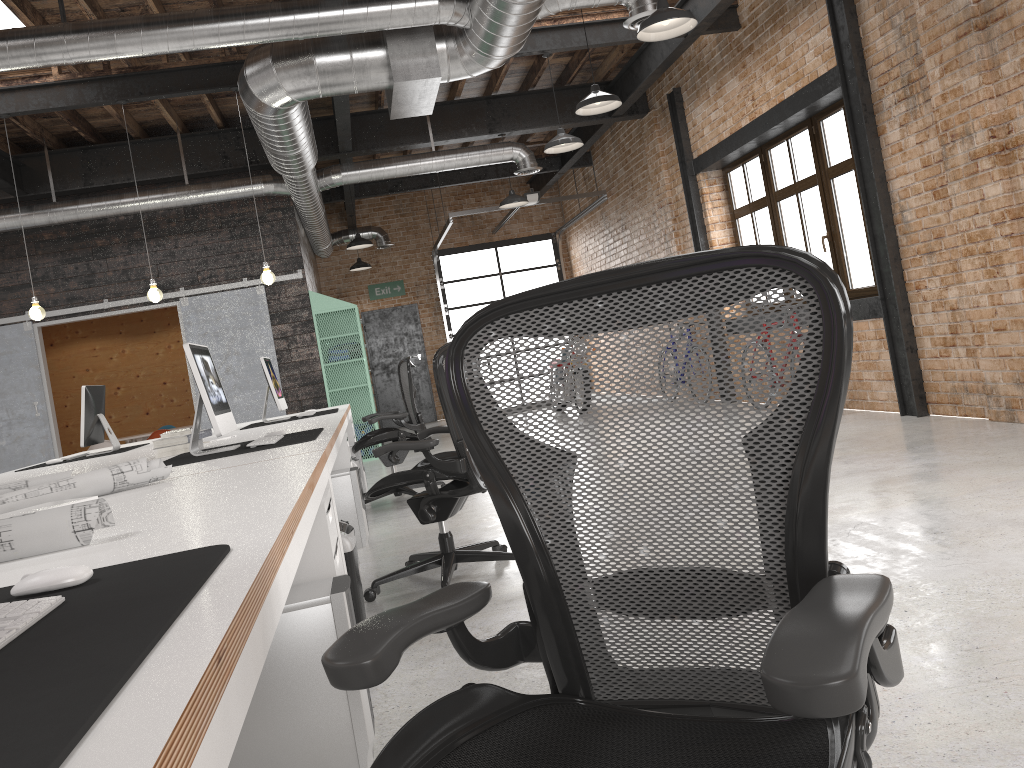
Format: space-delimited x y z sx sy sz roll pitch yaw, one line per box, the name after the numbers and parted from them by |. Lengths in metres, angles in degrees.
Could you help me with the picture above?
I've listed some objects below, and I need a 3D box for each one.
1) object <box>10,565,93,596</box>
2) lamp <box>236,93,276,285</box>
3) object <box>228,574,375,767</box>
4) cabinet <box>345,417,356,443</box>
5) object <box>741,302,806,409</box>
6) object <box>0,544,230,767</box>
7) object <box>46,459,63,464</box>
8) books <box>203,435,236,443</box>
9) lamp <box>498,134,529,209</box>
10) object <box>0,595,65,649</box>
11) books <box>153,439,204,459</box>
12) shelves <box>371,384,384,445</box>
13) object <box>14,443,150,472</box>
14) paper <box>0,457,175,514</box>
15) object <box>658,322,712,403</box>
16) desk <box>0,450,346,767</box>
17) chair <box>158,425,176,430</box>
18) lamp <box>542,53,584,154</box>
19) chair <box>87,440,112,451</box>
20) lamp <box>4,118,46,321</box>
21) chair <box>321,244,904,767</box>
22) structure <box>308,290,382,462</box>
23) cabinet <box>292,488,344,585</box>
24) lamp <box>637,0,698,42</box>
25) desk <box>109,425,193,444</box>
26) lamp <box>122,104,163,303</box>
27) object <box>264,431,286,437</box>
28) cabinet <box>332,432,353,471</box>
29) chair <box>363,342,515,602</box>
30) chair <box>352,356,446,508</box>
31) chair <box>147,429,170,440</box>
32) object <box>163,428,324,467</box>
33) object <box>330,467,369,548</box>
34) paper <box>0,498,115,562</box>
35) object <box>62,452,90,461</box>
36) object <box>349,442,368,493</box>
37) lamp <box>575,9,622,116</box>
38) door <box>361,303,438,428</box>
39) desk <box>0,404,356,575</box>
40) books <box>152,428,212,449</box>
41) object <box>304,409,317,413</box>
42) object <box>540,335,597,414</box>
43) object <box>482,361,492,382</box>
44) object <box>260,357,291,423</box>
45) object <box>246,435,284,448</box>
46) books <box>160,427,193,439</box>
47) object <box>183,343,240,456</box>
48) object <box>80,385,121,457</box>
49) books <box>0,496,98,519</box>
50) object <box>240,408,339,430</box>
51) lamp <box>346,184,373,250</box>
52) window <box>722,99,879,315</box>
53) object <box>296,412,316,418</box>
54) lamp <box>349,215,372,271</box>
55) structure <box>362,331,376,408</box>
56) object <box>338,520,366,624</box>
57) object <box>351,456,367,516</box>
-0.638 0.270 1.227 0.106 0.028 0.059 -10 2 -11 | object
-2.199 -1.665 7.504 0.124 1.679 0.123 -10 -1 -12 | lamp
-0.662 0.806 2.345 0.542 0.455 0.220 -10 0 -10 | object
-1.579 0.662 7.749 0.460 0.648 0.387 -10 0 -9 | cabinet
2.453 -0.260 8.139 0.402 1.040 1.734 -10 1 -15 | object
-0.698 0.312 0.903 0.688 0.008 0.847 -10 2 -9 | object
-3.059 0.516 5.920 0.106 0.028 0.059 -10 2 -8 | object
-1.803 0.335 5.267 0.242 0.019 0.206 -9 2 28 | books
-0.049 -2.562 10.609 0.363 0.857 0.360 -10 0 -32 | lamp
-0.590 0.280 0.903 0.119 0.017 0.438 -10 2 -9 | object
-1.694 0.328 4.511 0.201 0.050 0.271 -10 2 -12 | books
-2.145 0.474 12.450 0.568 0.856 0.984 -10 1 -9 | shelves
-2.995 0.512 6.242 0.688 0.008 0.847 -10 2 -10 | object
-1.780 0.391 2.884 1.070 0.105 0.980 -8 3 45 | paper
2.030 -0.283 10.686 0.402 1.040 1.734 -10 1 -15 | object
-1.276 0.830 0.307 2.315 0.770 5.105 -10 2 -9 | desk
-5.121 1.011 13.144 0.619 0.778 0.579 -10 0 -15 | chair
0.391 -2.539 7.961 0.361 0.857 0.362 -10 0 8 | lamp
-5.038 1.073 11.152 0.619 0.778 0.579 -10 0 -15 | chair
-3.987 -1.340 7.194 0.124 1.679 0.123 -10 -1 -12 | lamp
0.154 0.392 1.020 0.769 1.086 0.794 -10 0 14 | chair
-2.028 -0.119 10.965 0.557 2.101 1.116 -10 0 -9 | structure
-0.743 0.707 2.717 0.460 0.648 0.387 -10 0 -9 | cabinet
0.843 -2.514 5.245 0.361 0.857 0.362 -10 0 13 | lamp
-4.552 0.970 12.216 2.002 0.732 0.997 -10 1 -9 | desk
-3.093 -1.503 7.349 0.124 1.679 0.123 -10 -1 -12 | lamp
-1.145 0.243 4.278 0.106 0.028 0.059 -10 2 -11 | object
-1.228 0.681 5.638 0.460 0.648 0.387 -10 0 -9 | cabinet
-0.365 0.368 4.051 0.792 1.086 0.770 -10 0 -1 | chair
-0.938 0.365 6.774 0.795 1.086 0.767 -10 0 -31 | chair
-4.352 0.948 11.271 0.619 0.778 0.579 -10 0 -15 | chair
-1.208 0.285 3.971 0.688 0.008 0.847 -10 2 -9 | object
-1.156 0.780 5.312 0.542 0.455 0.220 -10 0 -10 | object
-1.312 0.358 1.555 1.136 0.082 0.082 -11 1 -15 | paper
-3.105 0.518 6.245 0.119 0.017 0.438 -10 2 -9 | object
-1.507 0.761 7.423 0.542 0.455 0.220 -10 0 -10 | object
0.545 -2.778 6.777 0.362 1.363 0.361 -10 -1 -2 | lamp
-1.977 -0.301 15.521 0.999 2.100 0.217 -10 -1 -10 | door
-2.115 0.785 5.352 2.315 0.770 5.105 -10 2 -9 | desk
-1.683 0.278 4.530 0.192 0.044 0.258 -10 2 8 | books
-1.599 0.218 7.005 0.106 0.028 0.059 -10 2 -11 | object
0.845 -0.246 12.966 0.815 1.360 2.170 -10 1 -21 | object
-0.468 0.140 13.639 0.410 1.033 1.734 -10 1 -3 | object
-1.811 0.038 6.672 0.190 0.485 0.483 -10 1 -9 | object
-1.097 0.253 3.953 0.119 0.017 0.438 -10 2 -9 | object
-1.703 0.250 4.529 0.153 0.030 0.185 -10 2 -11 | books
-1.358 0.063 3.944 0.190 0.485 0.483 -10 1 -9 | object
-2.925 0.249 6.260 0.190 0.485 0.483 -10 1 -9 | object
-1.301 0.352 2.427 0.199 0.024 0.236 -9 2 24 | books
-1.661 0.261 6.699 0.688 0.008 0.847 -10 2 -10 | object
-2.145 -2.486 11.829 0.363 1.339 0.360 -10 -1 -32 | lamp
3.156 -1.527 5.530 0.147 1.691 8.625 -10 2 -9 | window
-1.551 0.229 6.681 0.119 0.017 0.438 -10 2 -9 | object
-2.549 -2.508 14.263 0.363 1.339 0.360 -10 -1 -32 | lamp
-2.531 -0.146 13.993 0.557 2.101 1.116 -10 0 -9 | structure
-0.679 0.766 3.303 0.251 0.466 0.338 -10 0 -9 | object
-1.136 0.741 6.054 0.251 0.466 0.338 -10 0 -9 | object
